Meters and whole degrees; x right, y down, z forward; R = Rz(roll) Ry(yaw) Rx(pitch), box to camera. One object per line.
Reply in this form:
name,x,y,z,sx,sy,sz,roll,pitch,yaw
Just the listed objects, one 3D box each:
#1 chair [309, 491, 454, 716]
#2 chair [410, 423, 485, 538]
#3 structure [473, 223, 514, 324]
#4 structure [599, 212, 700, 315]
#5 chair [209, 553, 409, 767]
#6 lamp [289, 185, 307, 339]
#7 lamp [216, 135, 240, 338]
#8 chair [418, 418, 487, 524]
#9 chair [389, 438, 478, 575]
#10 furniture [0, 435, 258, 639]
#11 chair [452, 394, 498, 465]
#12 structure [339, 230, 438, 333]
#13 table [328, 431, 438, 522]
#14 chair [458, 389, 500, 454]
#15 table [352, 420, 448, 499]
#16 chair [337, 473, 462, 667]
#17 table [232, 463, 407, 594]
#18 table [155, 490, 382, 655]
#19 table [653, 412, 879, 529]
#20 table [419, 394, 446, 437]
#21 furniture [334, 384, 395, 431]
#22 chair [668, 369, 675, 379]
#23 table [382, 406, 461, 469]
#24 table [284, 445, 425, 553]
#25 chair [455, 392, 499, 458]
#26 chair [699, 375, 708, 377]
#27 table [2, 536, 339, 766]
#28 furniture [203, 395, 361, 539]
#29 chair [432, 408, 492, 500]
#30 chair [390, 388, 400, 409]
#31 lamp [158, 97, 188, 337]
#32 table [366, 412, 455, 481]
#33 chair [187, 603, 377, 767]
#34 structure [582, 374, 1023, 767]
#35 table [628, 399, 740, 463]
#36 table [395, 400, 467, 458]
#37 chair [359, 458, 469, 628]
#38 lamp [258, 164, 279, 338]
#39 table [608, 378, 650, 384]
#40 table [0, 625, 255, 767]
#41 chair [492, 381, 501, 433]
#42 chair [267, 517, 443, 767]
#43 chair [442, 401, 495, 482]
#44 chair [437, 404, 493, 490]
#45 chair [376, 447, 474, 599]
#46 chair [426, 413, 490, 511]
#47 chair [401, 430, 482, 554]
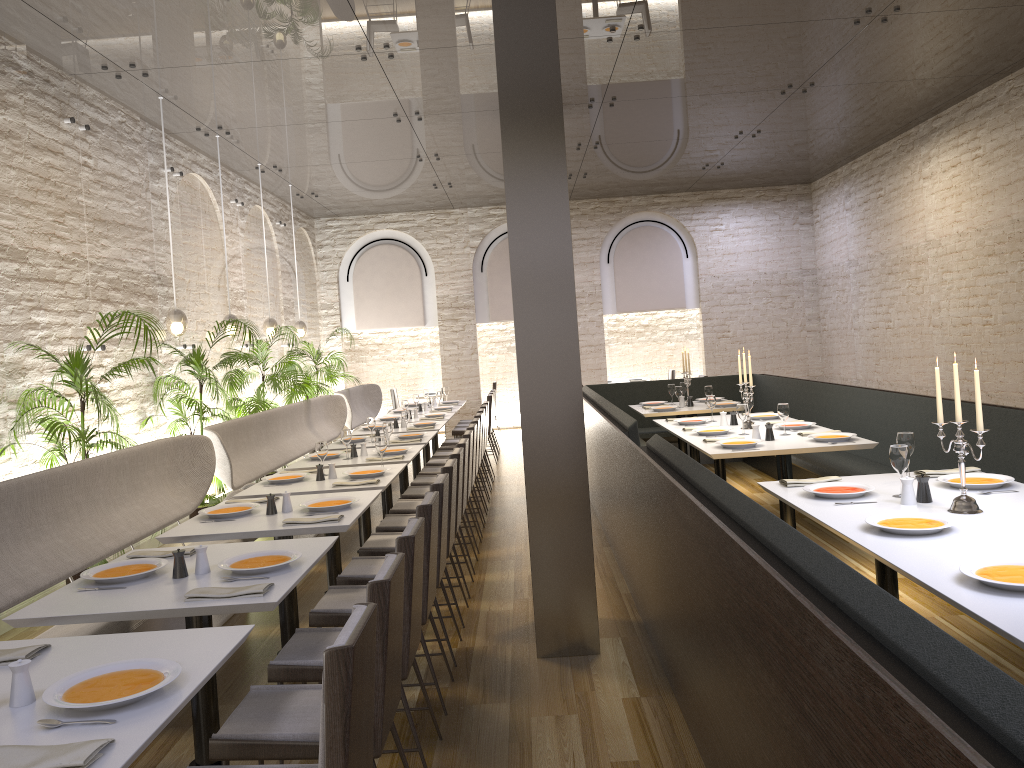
chair,-0.587,0.979,3.991,0.565,0.905,0.412,-4,1,1
chair,-0.549,0.814,7.438,0.565,0.905,0.412,-4,1,1
structure,0.158,-1.903,14.871,1.633,1.674,0.098,-4,0,1
structure,2.273,-2.048,14.846,1.633,1.674,0.098,-4,0,1
chair,-0.601,1.037,2.780,0.565,0.905,0.412,-4,1,1
lamp,-2.867,-1.618,11.741,0.178,2.040,0.177,-4,0,-20
lamp,-2.898,-1.484,8.938,0.178,2.040,0.177,-4,0,-14
chair,-0.542,0.787,8.002,0.565,0.905,0.412,-4,1,1
chair,-0.562,0.869,6.283,0.565,0.905,0.412,-4,1,1
furniture,-1.986,0.980,3.990,0.709,1.096,4.479,-4,3,1
chair,-0.501,0.610,11.719,0.565,0.905,0.412,-4,1,1
structure,-2.097,-1.748,14.897,1.633,1.674,0.098,-4,0,1
table,-1.173,0.894,8.203,0.936,0.760,1.011,-4,2,1
chair,-0.488,0.556,12.857,0.565,0.905,0.412,-4,1,1
table,-1.160,0.838,9.374,0.936,0.760,1.011,-4,2,1
chair,-0.581,0.952,4.557,0.565,0.905,0.412,-4,1,1
table,-1.200,1.005,5.877,0.936,0.760,1.011,-4,2,1
table,-1.212,1.059,4.745,0.936,0.760,1.011,-4,2,1
table,1.877,0.738,7.029,1.100,0.759,2.541,-4,2,1
table,-1.158,0.546,15.607,0.936,0.760,1.011,-4,2,1
furniture,-1.892,0.583,12.306,0.707,1.097,2.587,-4,2,1
chair,2.597,0.215,15.558,0.565,0.905,0.412,-4,1,1
table,-1.135,0.732,11.595,0.936,0.760,1.011,-4,2,1
table,-1.186,0.950,7.041,0.936,0.760,1.011,-4,2,1
chair,-0.494,0.583,12.279,0.565,0.905,0.412,-4,1,1
chair,2.567,0.344,12.867,0.565,0.905,0.412,-4,1,1
table,-1.226,1.119,3.494,0.936,0.760,1.011,-4,2,1
furniture,-1.934,0.758,8.629,0.709,1.096,4.479,-4,3,1
chair,-0.529,0.732,9.162,0.565,0.905,0.412,-4,1,1
chair,-1.820,0.519,15.609,0.565,0.905,0.412,-4,1,1
lamp,-2.914,-1.417,7.535,0.177,2.040,0.178,-4,0,22
table,-1.148,0.785,10.492,0.936,0.760,1.011,-4,2,1
chair,-0.607,1.064,2.215,0.565,0.905,0.412,-4,1,1
structure,1.871,0.692,5.454,2.371,1.000,10.757,-4,3,1
table,1.906,0.616,9.586,1.100,0.760,1.189,-4,2,1
table,-1.123,0.678,12.735,0.936,0.760,1.011,-4,2,1
chair,-0.574,0.923,5.151,0.565,0.905,0.412,-4,1,1
lamp,-2.882,-1.552,10.354,0.178,2.040,0.177,-4,0,-20
table,1.936,0.333,15.571,0.936,0.760,1.011,-4,2,1
table,-1.240,1.179,2.243,0.936,0.760,1.011,-4,2,1
chair,-0.511,0.429,15.594,0.565,0.905,0.412,-4,1,1
chair,-0.594,1.008,3.374,0.565,0.905,0.412,-4,1,1
chair,-0.516,0.677,10.309,0.565,0.905,0.412,-4,1,1
chair,-0.523,0.704,9.752,0.565,0.905,0.412,-4,1,1
chair,-0.568,0.896,5.718,0.565,0.905,0.412,-4,1,1
chair,-0.536,0.759,8.594,0.565,0.905,0.412,-4,1,1
chair,-0.555,0.841,6.877,0.565,0.905,0.412,-4,1,1
